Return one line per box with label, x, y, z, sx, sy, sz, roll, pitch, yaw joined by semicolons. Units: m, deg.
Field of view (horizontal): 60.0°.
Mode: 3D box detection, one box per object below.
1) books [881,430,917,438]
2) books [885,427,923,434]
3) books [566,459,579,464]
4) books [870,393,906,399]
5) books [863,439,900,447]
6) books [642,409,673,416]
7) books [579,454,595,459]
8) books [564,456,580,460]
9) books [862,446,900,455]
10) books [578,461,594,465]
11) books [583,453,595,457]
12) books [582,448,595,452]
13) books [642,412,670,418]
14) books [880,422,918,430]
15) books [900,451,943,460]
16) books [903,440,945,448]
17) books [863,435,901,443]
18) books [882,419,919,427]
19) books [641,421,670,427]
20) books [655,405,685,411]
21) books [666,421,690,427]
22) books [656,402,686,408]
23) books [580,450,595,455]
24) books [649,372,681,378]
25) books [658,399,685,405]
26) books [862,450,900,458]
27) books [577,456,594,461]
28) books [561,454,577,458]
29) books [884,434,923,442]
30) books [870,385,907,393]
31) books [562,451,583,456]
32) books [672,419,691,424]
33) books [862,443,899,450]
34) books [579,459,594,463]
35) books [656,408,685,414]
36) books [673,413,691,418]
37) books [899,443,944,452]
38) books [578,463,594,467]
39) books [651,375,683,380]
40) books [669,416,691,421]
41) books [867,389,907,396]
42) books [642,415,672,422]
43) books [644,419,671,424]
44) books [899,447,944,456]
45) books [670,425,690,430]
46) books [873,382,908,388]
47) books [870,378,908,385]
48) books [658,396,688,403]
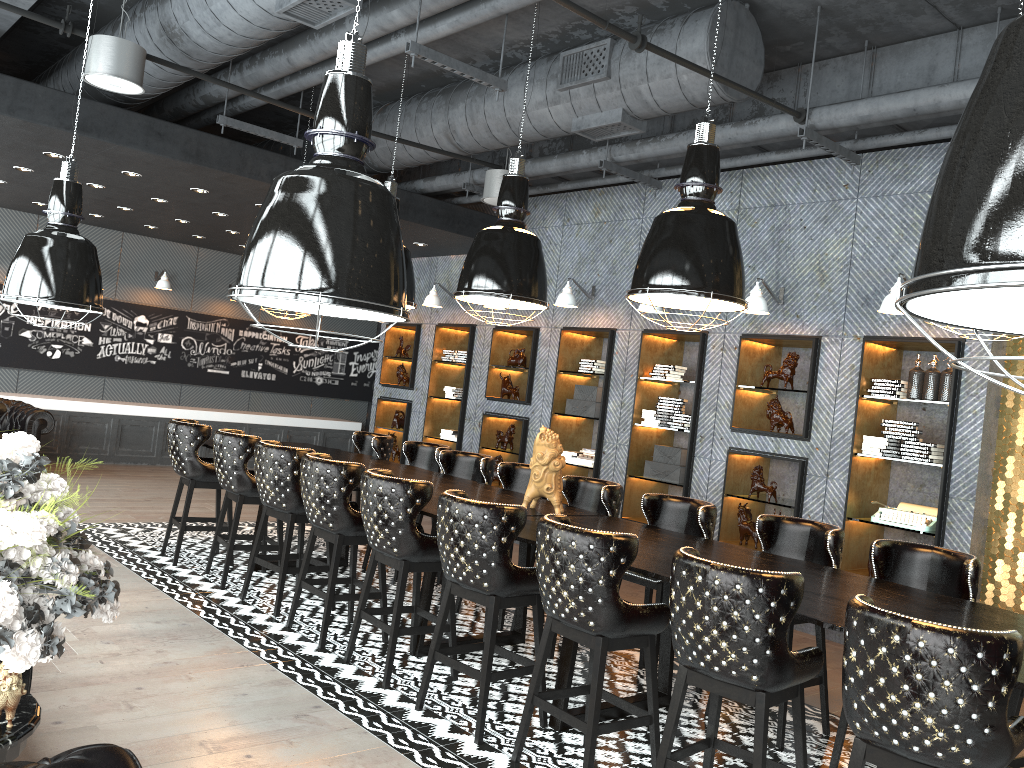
books;2.914;0.375;6.674;0.245;0.028;0.193;6;-1;25
books;2.955;0.352;6.695;0.245;0.028;0.193;6;-1;19
books;0.648;0.801;9.219;0.243;0.034;0.179;6;-1;28
books;2.908;0.098;6.795;0.193;0.028;0.245;7;-1;-36
books;2.825;0.450;6.778;0.193;0.028;0.245;6;-1;44
books;1.390;0.272;8.419;0.245;0.028;0.193;7;-1;-34
books;0.811;0.739;8.988;0.197;0.023;0.248;7;-1;-25
books;0.635;0.770;9.225;0.227;0.024;0.166;6;-1;17
books;2.820;0.506;6.738;0.245;0.028;0.193;7;-1;-20
books;0.803;0.802;8.980;0.158;0.021;0.224;7;-1;-32
books;0.843;0.720;8.992;0.247;0.023;0.244;6;-1;34
books;0.840;0.677;8.998;0.212;0.024;0.185;6;-1;43
books;1.385;0.299;8.390;0.245;0.028;0.193;7;-1;-28
books;2.933;0.321;6.715;0.245;0.028;0.193;6;-1;29
books;3.040;0.530;6.566;0.193;0.028;0.245;7;-1;-28
books;3.066;0.448;6.580;0.193;0.028;0.245;7;-1;-42
books;2.828;0.422;6.777;0.245;0.028;0.193;7;-1;-43
books;2.941;0.293;6.720;0.245;0.028;0.193;6;-1;20
books;1.372;0.383;8.412;0.193;0.028;0.245;6;-1;42
books;1.486;0.226;8.322;0.245;0.028;0.193;6;-1;21
books;1.583;0.377;8.202;0.193;0.028;0.245;7;-1;-30
books;1.499;0.199;8.360;0.245;0.028;0.193;6;-1;19
books;0.824;0.696;8.979;0.197;0.020;0.206;7;-1;-40
books;1.454;-0.083;8.433;0.193;0.028;0.245;7;-1;-30
books;1.500;0.171;8.342;0.245;0.028;0.193;7;-1;10
books;2.841;0.538;6.786;0.245;0.028;0.193;7;-1;-26
books;0.804;0.759;8.976;0.205;0.019;0.264;7;-1;-42
books;0.641;0.747;9.257;0.243;0.024;0.175;7;-1;-42
books;2.960;0.409;6.704;0.245;0.028;0.193;6;-1;32
books;2.908;0.041;6.789;0.193;0.028;0.245;7;-1;-39
books;0.653;0.722;9.218;0.179;0.029;0.225;6;-1;34
books;1.639;0.356;8.233;0.245;0.028;0.193;6;-1;45
books;2.829;0.479;6.783;0.245;0.028;0.193;7;-1;-39
books;0.805;0.780;8.981;0.202;0.022;0.228;7;-1;-38
books;1.490;0.255;8.326;0.245;0.028;0.193;6;-1;18
books;1.651;0.300;8.213;0.245;0.028;0.193;6;-1;44
books;3.049;0.475;6.595;0.193;0.028;0.245;7;-1;-35
books;0.801;0.822;8.969;0.167;0.023;0.228;7;-1;-41
books;1.469;-0.053;8.411;0.193;0.028;0.245;7;-1;-25
books;1.615;0.324;8.235;0.245;0.028;0.193;6;-1;39
books;2.885;0.067;6.811;0.193;0.028;0.245;7;-1;-37
books;1.385;0.328;8.432;0.245;0.028;0.193;7;-1;-35
books;1.402;0.358;8.382;0.245;0.028;0.193;7;-1;-42
books;3.039;0.502;6.587;0.193;0.028;0.245;7;-1;-39
books;1.615;0.409;8.206;0.193;0.028;0.245;7;-1;-37
books;2.925;0.015;6.788;0.193;0.028;0.245;7;-1;-41
books;2.915;-0.015;6.805;0.193;0.028;0.245;7;-1;-38
books;1.517;0.144;8.347;0.245;0.028;0.193;6;-1;24
